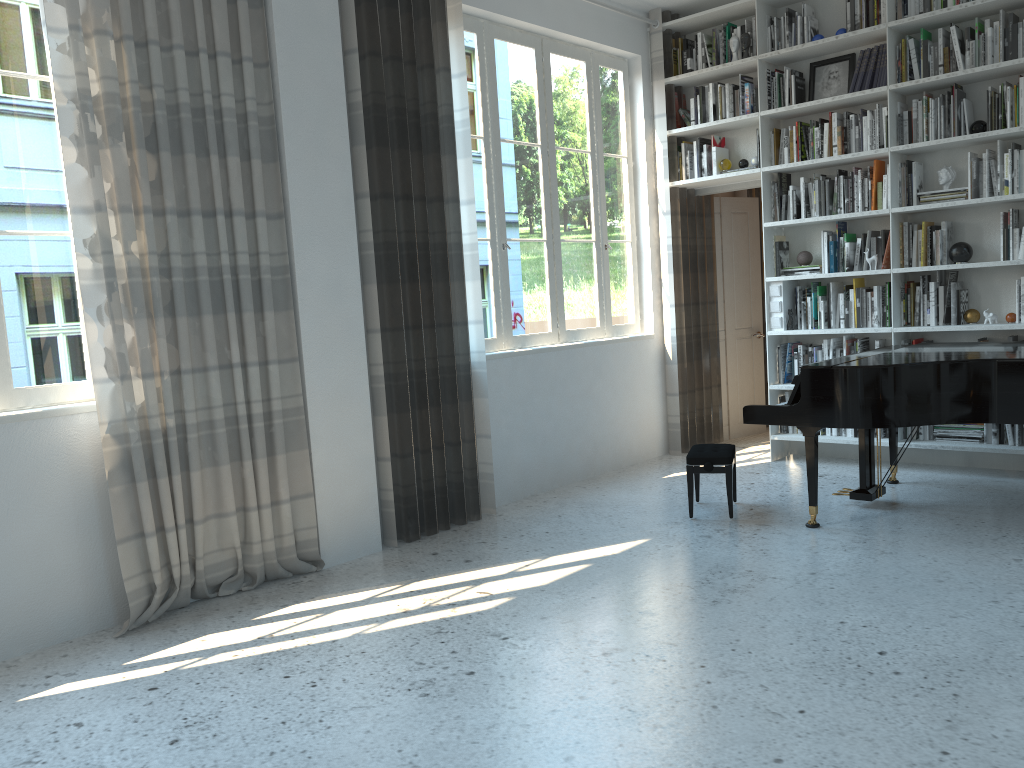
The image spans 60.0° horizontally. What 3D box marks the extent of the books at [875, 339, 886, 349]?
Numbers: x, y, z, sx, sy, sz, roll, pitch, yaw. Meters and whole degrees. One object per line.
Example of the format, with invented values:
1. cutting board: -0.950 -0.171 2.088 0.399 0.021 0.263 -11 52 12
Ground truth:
1. books: 2.419 -0.147 5.810 0.025 0.288 0.130 2 8 42

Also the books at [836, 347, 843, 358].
1. books: 2.228 -0.127 5.988 0.031 0.239 0.132 2 8 42

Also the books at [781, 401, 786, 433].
1. books: 1.956 0.227 6.291 0.023 0.216 0.158 2 8 42

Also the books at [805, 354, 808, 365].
1. books: 2.070 -0.111 6.139 0.025 0.200 0.136 2 8 42

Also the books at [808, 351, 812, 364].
1. books: 2.085 -0.119 6.084 0.028 0.223 0.188 2 8 42

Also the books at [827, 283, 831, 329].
1. books: 2.160 -0.526 5.948 0.019 0.300 0.179 2 8 42

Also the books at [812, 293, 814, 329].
1. books: 2.086 -0.500 6.036 0.014 0.243 0.170 2 8 42

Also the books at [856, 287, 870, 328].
1. books: 2.308 -0.503 5.821 0.028 0.261 0.181 2 8 42

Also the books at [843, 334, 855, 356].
1. books: 2.256 -0.166 5.923 0.014 0.326 0.170 2 8 42

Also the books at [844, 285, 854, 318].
1. books: 2.243 -0.516 5.891 0.014 0.282 0.150 2 8 42

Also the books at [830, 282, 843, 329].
1. books: 2.179 -0.530 5.946 0.012 0.306 0.189 2 8 42

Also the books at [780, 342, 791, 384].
1. books: 1.928 -0.148 6.214 0.011 0.277 0.189 2 8 42

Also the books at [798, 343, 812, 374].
1. books: 2.033 -0.142 6.138 0.029 0.266 0.171 2 8 42

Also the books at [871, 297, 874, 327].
1. books: 2.383 -0.472 5.788 0.023 0.194 0.139 2 8 42

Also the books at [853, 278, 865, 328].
1. books: 2.293 -0.536 5.841 0.021 0.323 0.171 2 8 42

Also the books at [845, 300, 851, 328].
1. books: 2.256 -0.465 5.875 0.029 0.182 0.190 2 8 42

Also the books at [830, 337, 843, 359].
1. books: 2.186 -0.159 5.992 0.039 0.307 0.172 2 8 42

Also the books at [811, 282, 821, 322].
1. books: 2.077 -0.536 6.041 0.006 0.315 0.145 2 8 42

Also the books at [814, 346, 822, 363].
1. books: 2.106 -0.133 6.059 0.010 0.253 0.177 2 8 42

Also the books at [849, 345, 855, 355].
1. books: 2.300 -0.133 5.924 0.029 0.255 0.152 2 8 42

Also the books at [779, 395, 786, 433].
1. books: 1.941 0.208 6.300 0.012 0.254 0.160 2 8 42

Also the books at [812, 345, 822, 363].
1. books: 2.101 -0.135 6.070 0.013 0.257 0.189 2 8 42

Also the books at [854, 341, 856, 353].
1. books: 2.317 -0.148 5.910 0.013 0.284 0.138 2 8 42

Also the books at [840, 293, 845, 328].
1. books: 2.230 -0.491 5.908 0.027 0.230 0.158 2 8 42

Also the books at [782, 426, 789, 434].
1. books: 1.958 0.243 6.255 0.029 0.191 0.176 2 8 42

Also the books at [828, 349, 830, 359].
1. books: 2.184 -0.125 6.028 0.012 0.233 0.148 2 8 42

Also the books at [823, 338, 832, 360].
1. books: 2.165 -0.158 6.035 0.027 0.300 0.142 2 8 42

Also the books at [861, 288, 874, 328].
1. books: 2.332 -0.498 5.807 0.028 0.249 0.158 2 8 42

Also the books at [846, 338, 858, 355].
1. books: 2.272 -0.152 5.922 0.012 0.296 0.176 2 8 42

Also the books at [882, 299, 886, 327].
1. books: 2.438 -0.464 5.736 0.041 0.181 0.141 2 8 42

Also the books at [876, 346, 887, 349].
1. books: 2.416 -0.120 5.782 0.011 0.240 0.174 2 8 42

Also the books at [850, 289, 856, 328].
1. books: 2.281 -0.502 5.860 0.026 0.254 0.176 2 8 42

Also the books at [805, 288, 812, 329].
1. books: 2.049 -0.519 6.065 0.008 0.280 0.164 2 8 42

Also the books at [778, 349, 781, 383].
1. books: 1.926 -0.131 6.241 0.029 0.239 0.154 2 8 42

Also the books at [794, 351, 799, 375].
1. books: 2.012 -0.119 6.153 0.022 0.221 0.187 2 8 42

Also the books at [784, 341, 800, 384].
1. books: 1.957 -0.152 6.199 0.052 0.284 0.172 2 8 42

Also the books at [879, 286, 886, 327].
1. books: 2.416 -0.503 5.750 0.013 0.260 0.142 2 8 42

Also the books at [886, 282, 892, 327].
1. books: 2.442 -0.513 5.697 0.014 0.286 0.179 2 8 42

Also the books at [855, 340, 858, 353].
1. books: 2.321 -0.150 5.889 0.022 0.291 0.137 2 8 42

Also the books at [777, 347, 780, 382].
1. books: 1.919 -0.140 6.264 0.012 0.254 0.160 2 8 42

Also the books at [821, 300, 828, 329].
1. books: 2.132 -0.471 5.982 0.016 0.189 0.183 2 8 42

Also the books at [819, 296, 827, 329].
1. books: 2.122 -0.487 5.994 0.015 0.219 0.190 2 8 42

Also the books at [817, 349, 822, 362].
1. books: 2.130 -0.122 6.058 0.028 0.229 0.157 2 8 42

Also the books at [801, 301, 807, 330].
1. books: 2.029 -0.472 6.063 0.019 0.189 0.193 2 8 42

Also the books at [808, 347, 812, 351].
1. books: 2.089 -0.135 6.124 0.022 0.248 0.133 2 8 42

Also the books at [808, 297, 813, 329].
1. books: 2.067 -0.487 6.046 0.015 0.217 0.180 2 8 42

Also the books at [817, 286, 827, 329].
1. books: 2.107 -0.519 5.994 0.007 0.286 0.182 2 8 42

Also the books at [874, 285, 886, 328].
1. books: 2.390 -0.504 5.747 0.021 0.266 0.185 2 8 42

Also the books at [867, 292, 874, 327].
1. books: 2.362 -0.489 5.801 0.025 0.229 0.153 2 8 42

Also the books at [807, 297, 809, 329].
1. books: 2.064 -0.489 6.065 0.015 0.218 0.176 2 8 42

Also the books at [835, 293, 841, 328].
1. books: 2.215 -0.493 5.944 0.045 0.230 0.138 2 8 42

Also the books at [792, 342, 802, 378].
1. books: 1.994 -0.148 6.193 0.010 0.274 0.150 2 8 42

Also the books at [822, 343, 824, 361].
1. books: 2.156 -0.146 6.056 0.013 0.274 0.145 2 8 42

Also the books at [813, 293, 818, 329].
1. books: 2.085 -0.499 6.018 0.009 0.245 0.184 2 8 42

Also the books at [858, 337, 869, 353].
1. books: 2.331 -0.154 5.873 0.013 0.301 0.172 2 8 42

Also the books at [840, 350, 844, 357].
1. books: 2.248 -0.119 5.966 0.028 0.225 0.134 2 8 42
